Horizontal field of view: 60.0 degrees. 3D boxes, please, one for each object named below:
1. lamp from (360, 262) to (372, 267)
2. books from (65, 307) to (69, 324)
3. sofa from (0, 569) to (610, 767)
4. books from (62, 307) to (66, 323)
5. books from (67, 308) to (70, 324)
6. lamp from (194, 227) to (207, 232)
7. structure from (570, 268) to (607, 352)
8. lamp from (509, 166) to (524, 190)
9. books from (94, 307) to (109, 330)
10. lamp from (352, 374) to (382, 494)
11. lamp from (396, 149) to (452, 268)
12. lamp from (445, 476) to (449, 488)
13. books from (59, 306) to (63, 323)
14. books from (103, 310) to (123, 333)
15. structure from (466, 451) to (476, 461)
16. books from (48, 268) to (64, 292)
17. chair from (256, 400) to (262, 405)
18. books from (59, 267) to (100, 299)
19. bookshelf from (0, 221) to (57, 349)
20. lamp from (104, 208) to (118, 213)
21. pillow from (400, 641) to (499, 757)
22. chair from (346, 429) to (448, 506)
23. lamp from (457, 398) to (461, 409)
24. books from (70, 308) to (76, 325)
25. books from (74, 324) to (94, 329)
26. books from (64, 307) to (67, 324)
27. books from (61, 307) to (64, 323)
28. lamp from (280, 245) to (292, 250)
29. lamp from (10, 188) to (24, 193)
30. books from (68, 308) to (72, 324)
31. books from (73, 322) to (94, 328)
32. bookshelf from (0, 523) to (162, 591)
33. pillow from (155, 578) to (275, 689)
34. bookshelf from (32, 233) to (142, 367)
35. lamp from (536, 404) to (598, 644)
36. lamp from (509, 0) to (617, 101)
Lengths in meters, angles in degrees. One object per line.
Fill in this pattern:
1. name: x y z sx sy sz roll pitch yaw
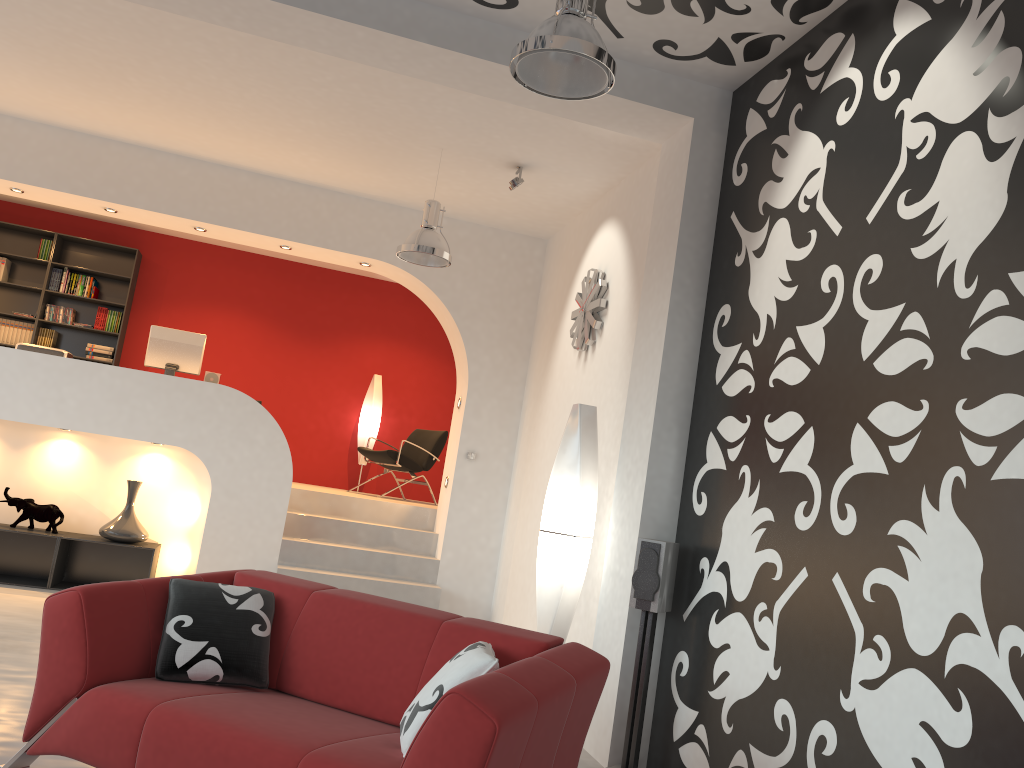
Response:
1. lamp: -1.273 -1.036 7.702 0.105 0.011 0.105 12 -8 -25
2. books: -4.745 -0.714 9.485 0.031 0.190 0.135 11 -7 -14
3. sofa: -0.690 1.141 3.070 1.929 0.738 0.951 5 -8 26
4. books: -4.774 -0.719 9.477 0.031 0.190 0.135 11 -7 -14
5. books: -4.731 -0.711 9.488 0.031 0.190 0.135 11 -7 -14
6. lamp: -2.590 -1.282 7.368 0.105 0.011 0.105 12 -8 -25
7. structure: 0.531 -0.528 6.310 0.090 0.596 0.596 11 -7 -14
8. lamp: 0.037 -1.444 6.254 0.112 0.176 0.118 5 -8 28
9. books: -4.420 -0.687 9.562 0.090 0.256 0.181 11 -7 -14
10. lamp: -1.646 0.561 10.114 0.237 1.349 0.237 10 -7 -6
11. lamp: -0.542 -1.241 6.092 0.379 0.800 0.379 15 -10 -43
12. lamp: -0.571 0.856 7.729 0.011 0.105 0.105 11 -7 -14
13. books: -4.802 -0.724 9.470 0.031 0.190 0.135 11 -7 -14
14. books: -4.307 -0.658 9.589 0.146 0.240 0.170 11 -7 -14
15. structure: -0.346 0.612 7.543 0.080 0.080 0.016 11 -7 -14
16. books: -4.862 -1.089 9.477 0.090 0.256 0.181 11 -7 -14
17. chair: -2.985 0.478 8.885 0.664 0.795 0.768 8 -7 6
18. books: -4.627 -1.063 9.514 0.341 0.286 0.231 11 -7 -14
19. bookshelf: -5.390 -0.571 9.243 0.816 2.213 0.305 11 -7 -14
20. lamp: -3.257 -1.407 7.198 0.105 0.011 0.105 12 -8 -25
21. pillow: -0.201 1.011 2.870 0.288 0.343 0.402 10 -7 -7
22. chair: -1.199 0.820 9.399 0.768 0.795 0.664 15 -9 -39
23. lamp: -0.465 0.170 7.817 0.011 0.105 0.105 11 -7 -14
24. books: -4.702 -0.706 9.495 0.031 0.190 0.135 11 -7 -14
25. books: -4.586 -0.611 9.519 0.190 0.015 0.135 11 -7 -14
26. books: -4.759 -0.716 9.481 0.031 0.190 0.135 11 -7 -14
27. books: -4.788 -0.722 9.474 0.031 0.190 0.135 11 -7 -14
28. lamp: -1.922 -1.157 7.537 0.105 0.011 0.105 12 -8 -25
29. lamp: -3.925 -1.532 7.028 0.105 0.011 0.105 12 -8 -25
30. books: -4.716 -0.708 9.492 0.031 0.190 0.135 11 -7 -14
31. books: -4.593 -0.627 9.518 0.190 0.015 0.135 10 -7 -9
32. bookshelf: -4.166 1.242 6.712 2.764 0.397 0.405 11 -7 -14
33. pillow: -1.094 0.928 3.307 0.402 0.343 0.288 12 -8 -21
34. bookshelf: -4.612 -0.425 9.441 0.816 2.213 0.305 11 -7 -14
35. lamp: 0.278 0.995 4.910 0.313 1.779 0.313 10 -7 -6
36. lamp: 0.238 -1.489 3.205 0.379 0.800 0.379 12 -8 -21
